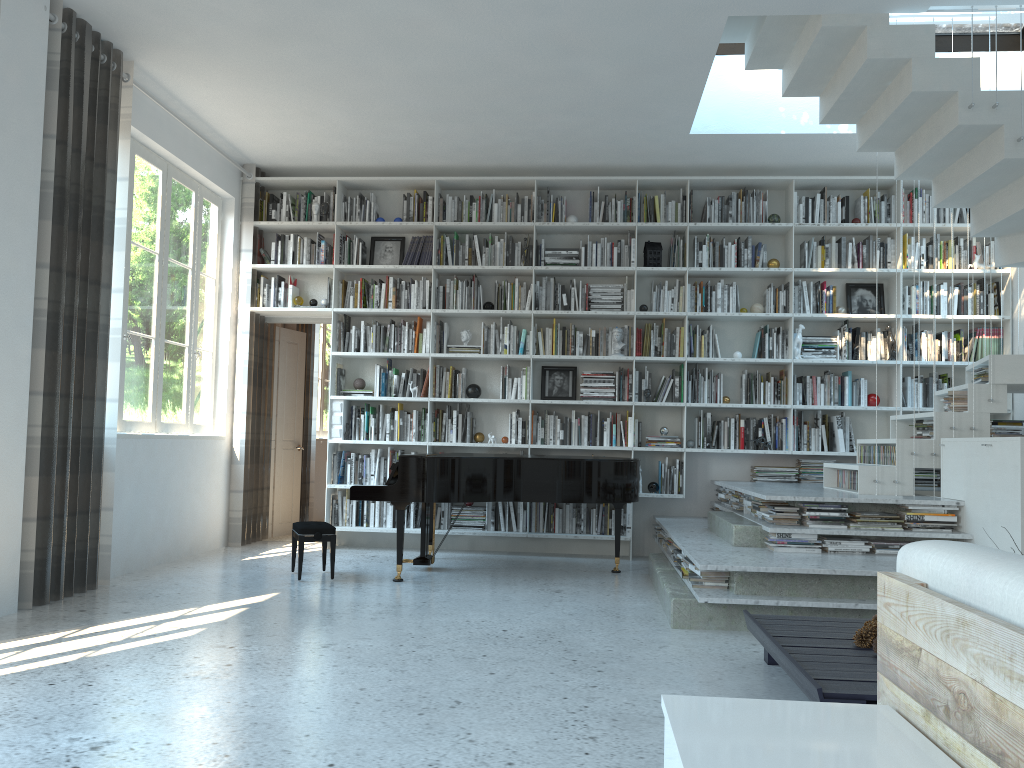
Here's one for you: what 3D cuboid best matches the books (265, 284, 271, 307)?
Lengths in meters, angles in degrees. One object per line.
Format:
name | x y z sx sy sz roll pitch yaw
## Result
books | -2.101 -0.744 7.697 0.010 0.220 0.181 1 -3 5

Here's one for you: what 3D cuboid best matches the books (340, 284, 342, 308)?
books | -1.453 -0.737 7.648 0.022 0.232 0.151 1 -3 5

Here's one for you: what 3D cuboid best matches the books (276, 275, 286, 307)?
books | -2.004 -0.781 7.677 0.013 0.297 0.187 1 -3 5

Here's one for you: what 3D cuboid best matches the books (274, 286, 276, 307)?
books | -2.031 -0.738 7.716 0.023 0.214 0.140 1 -3 5

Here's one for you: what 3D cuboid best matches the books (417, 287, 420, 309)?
books | -0.788 -0.712 7.592 0.013 0.206 0.172 1 -3 5

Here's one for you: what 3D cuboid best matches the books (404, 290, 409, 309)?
books | -0.897 -0.703 7.606 0.022 0.186 0.136 1 -3 5

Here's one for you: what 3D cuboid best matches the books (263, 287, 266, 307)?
books | -2.119 -0.732 7.706 0.029 0.197 0.160 1 -3 5

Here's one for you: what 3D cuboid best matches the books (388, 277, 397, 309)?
books | -1.019 -0.757 7.594 0.030 0.285 0.185 1 -3 5

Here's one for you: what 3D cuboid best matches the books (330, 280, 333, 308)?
books | -1.535 -0.756 7.674 0.044 0.269 0.134 1 -3 5

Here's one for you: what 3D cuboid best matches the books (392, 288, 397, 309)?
books | -0.991 -0.712 7.585 0.029 0.195 0.192 1 -3 5

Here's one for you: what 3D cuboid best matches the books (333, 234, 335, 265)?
books | -1.519 -1.135 7.677 0.014 0.294 0.173 1 -3 5

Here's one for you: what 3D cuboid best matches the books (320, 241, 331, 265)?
books | -1.610 -1.106 7.667 0.029 0.229 0.191 1 -3 5

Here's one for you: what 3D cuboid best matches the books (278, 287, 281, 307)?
books | -1.985 -0.728 7.686 0.024 0.193 0.181 1 -3 5

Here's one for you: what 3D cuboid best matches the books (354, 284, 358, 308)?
books | -1.317 -0.734 7.632 0.030 0.229 0.172 1 -3 5

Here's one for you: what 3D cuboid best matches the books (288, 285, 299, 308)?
books | -1.886 -0.736 7.668 0.029 0.211 0.187 1 -3 5

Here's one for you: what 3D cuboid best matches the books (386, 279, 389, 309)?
books | -1.045 -0.750 7.601 0.023 0.271 0.187 1 -3 5

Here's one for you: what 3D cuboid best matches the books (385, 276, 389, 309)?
books | -1.061 -0.765 7.622 0.014 0.303 0.151 1 -3 5

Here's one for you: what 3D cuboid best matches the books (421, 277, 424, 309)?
books | -0.751 -0.755 7.571 0.012 0.290 0.182 1 -3 5

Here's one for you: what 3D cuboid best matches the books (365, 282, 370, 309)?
books | -1.234 -0.742 7.634 0.047 0.249 0.134 1 -3 5

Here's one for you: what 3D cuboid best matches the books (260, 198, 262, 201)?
books | -2.187 -1.487 7.764 0.011 0.241 0.151 1 -3 5

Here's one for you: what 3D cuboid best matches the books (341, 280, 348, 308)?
books | -1.436 -0.753 7.639 0.012 0.263 0.180 1 -3 5

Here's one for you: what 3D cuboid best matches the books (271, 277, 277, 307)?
books | -2.054 -0.773 7.703 0.022 0.281 0.156 1 -3 5

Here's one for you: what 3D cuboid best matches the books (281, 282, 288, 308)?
books | -1.954 -0.750 7.667 0.021 0.236 0.189 1 -3 5

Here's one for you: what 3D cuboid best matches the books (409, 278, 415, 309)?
books | -0.852 -0.751 7.591 0.012 0.280 0.188 1 -3 5

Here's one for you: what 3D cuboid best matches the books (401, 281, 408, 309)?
books | -0.921 -0.741 7.611 0.029 0.260 0.158 1 -3 5

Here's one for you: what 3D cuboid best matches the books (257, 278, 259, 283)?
books | -2.202 -0.772 7.695 0.011 0.272 0.188 1 -3 5

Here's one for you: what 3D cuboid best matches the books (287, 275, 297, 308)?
books | -1.905 -0.779 7.685 0.013 0.298 0.179 1 -3 5

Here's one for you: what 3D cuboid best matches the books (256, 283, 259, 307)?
books | -2.190 -0.749 7.704 0.013 0.228 0.179 1 -3 5

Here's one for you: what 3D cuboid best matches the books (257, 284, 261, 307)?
books | -2.176 -0.746 7.703 0.013 0.222 0.162 1 -3 5

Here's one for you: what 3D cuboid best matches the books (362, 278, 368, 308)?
books | -1.264 -0.757 7.620 0.011 0.277 0.164 1 -3 5

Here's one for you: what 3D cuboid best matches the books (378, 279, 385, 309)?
books | -1.123 -0.751 7.619 0.014 0.272 0.180 1 -3 5

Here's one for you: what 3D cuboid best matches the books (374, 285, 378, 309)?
books | -1.146 -0.725 7.614 0.031 0.217 0.173 1 -3 5

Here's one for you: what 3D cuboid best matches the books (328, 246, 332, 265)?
books | -1.554 -1.083 7.675 0.026 0.187 0.154 1 -3 5

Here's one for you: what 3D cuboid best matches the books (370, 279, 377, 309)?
books | -1.192 -0.755 7.632 0.012 0.277 0.150 1 -3 5

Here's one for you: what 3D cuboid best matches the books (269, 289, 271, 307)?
books | -2.080 -0.724 7.719 0.029 0.185 0.135 1 -3 5

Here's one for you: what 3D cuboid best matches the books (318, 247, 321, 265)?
books | -1.639 -1.082 7.690 0.031 0.182 0.151 1 -3 5

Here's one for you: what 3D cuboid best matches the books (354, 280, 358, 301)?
books | -1.337 -0.750 7.639 0.010 0.262 0.151 1 -3 5

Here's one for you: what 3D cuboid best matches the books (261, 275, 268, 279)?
books | -2.160 -0.785 7.727 0.013 0.302 0.135 1 -3 5

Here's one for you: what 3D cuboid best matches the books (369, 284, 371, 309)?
books | -1.204 -0.731 7.636 0.012 0.230 0.149 1 -3 5

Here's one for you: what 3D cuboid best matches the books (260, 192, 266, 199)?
books | -2.199 -1.521 7.753 0.012 0.307 0.180 1 -3 5

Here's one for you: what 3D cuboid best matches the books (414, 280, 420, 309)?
books | -0.806 -0.742 7.582 0.022 0.263 0.174 1 -3 5

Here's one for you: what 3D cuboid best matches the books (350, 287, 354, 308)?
books | -1.357 -0.718 7.623 0.026 0.195 0.175 1 -3 5

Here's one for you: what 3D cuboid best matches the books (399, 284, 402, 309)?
books | -0.943 -0.728 7.598 0.013 0.232 0.171 1 -3 5

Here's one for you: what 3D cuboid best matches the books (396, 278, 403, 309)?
books | -0.960 -0.755 7.612 0.025 0.286 0.161 1 -3 5

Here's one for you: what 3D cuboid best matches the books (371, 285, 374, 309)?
books | -1.180 -0.726 7.617 0.014 0.218 0.164 1 -3 5

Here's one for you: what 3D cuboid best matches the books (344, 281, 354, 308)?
books | -1.398 -0.749 7.652 0.062 0.258 0.153 1 -3 5

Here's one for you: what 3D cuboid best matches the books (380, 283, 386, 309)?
books | -1.093 -0.733 7.620 0.047 0.238 0.162 1 -3 5

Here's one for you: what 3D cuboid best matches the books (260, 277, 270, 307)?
books | -2.145 -0.775 7.702 0.023 0.281 0.170 1 -3 5

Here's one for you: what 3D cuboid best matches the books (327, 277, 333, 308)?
books | -1.565 -0.766 7.656 0.012 0.285 0.159 1 -3 5

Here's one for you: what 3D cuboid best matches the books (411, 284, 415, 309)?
books | -0.832 -0.726 7.584 0.030 0.230 0.172 1 -3 5

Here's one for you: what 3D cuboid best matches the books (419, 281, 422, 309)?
books | -0.767 -0.741 7.601 0.024 0.265 0.155 1 -3 5

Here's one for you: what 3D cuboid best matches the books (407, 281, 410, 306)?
books | -0.874 -0.740 7.611 0.035 0.260 0.131 1 -3 5

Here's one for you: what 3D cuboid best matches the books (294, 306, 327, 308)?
books | -1.722 -0.656 7.671 0.285 0.012 0.159 1 -4 7

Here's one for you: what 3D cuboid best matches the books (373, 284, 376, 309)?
books | -1.167 -0.730 7.623 0.011 0.229 0.170 1 -3 5

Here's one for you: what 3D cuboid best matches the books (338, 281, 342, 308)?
books | -1.469 -0.748 7.659 0.012 0.254 0.161 1 -3 5

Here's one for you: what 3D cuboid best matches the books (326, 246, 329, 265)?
books | -1.579 -1.087 7.692 0.029 0.195 0.146 1 -3 5

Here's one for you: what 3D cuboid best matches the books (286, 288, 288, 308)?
books | -1.926 -0.725 7.704 0.029 0.191 0.134 1 -3 5

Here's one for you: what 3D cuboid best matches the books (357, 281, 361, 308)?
books | -1.295 -0.745 7.629 0.014 0.252 0.187 1 -3 5

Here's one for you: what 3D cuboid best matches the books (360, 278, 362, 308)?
books | -1.278 -0.758 7.632 0.020 0.280 0.164 1 -3 5
